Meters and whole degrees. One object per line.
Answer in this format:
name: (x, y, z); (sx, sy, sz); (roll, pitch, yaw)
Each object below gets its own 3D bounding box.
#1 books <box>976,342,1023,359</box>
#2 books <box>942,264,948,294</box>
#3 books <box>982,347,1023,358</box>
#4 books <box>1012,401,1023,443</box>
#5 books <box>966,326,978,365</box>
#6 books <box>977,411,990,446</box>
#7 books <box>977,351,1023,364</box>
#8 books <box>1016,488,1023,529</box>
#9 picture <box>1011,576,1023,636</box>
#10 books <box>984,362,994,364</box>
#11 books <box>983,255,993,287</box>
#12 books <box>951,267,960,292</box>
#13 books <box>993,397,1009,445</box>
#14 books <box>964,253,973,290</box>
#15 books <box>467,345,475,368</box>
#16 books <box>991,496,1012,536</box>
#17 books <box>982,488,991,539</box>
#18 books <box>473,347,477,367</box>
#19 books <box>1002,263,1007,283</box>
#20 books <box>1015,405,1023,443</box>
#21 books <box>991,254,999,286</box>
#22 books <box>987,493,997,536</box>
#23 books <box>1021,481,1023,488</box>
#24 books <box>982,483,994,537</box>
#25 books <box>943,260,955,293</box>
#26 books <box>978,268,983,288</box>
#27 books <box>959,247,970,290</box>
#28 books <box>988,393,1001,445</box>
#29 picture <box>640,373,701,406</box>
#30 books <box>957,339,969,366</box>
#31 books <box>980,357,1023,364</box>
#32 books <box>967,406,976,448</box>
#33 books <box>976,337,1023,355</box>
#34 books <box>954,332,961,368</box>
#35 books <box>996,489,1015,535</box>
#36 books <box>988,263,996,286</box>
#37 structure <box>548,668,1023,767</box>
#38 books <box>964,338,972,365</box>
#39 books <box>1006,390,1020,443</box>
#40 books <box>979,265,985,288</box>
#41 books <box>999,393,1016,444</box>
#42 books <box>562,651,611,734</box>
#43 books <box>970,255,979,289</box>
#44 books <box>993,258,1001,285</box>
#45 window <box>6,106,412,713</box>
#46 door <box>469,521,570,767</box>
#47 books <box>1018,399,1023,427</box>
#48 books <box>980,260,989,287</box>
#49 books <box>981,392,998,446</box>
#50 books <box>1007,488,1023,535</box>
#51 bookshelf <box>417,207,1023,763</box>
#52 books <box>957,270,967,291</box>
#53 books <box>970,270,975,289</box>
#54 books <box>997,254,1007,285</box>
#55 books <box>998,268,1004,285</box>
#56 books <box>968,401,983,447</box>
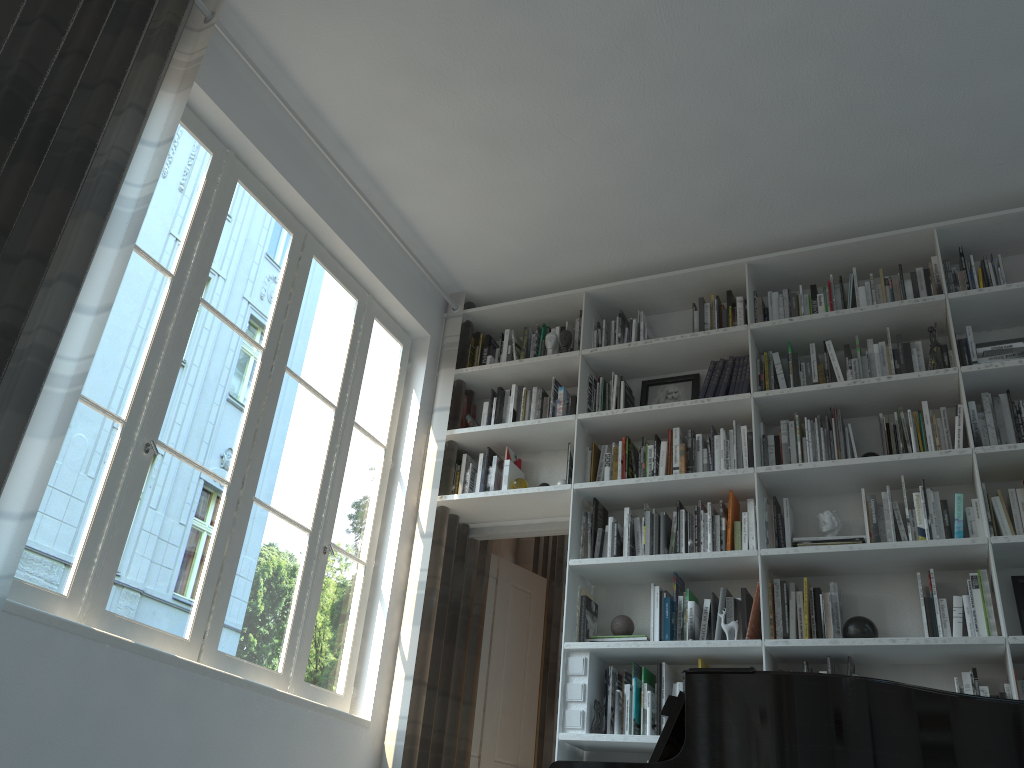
books: (2.150, -0.124, 3.795); (0.285, 0.024, 0.160); (-9, -32, 25)
books: (1.984, -0.397, 4.051); (0.012, 0.252, 0.161); (-8, -31, 23)
books: (2.146, -0.105, 3.780); (0.254, 0.025, 0.161); (-6, -31, 20)
books: (2.070, 0.217, 3.629); (0.011, 0.250, 0.153); (-8, -31, 23)
books: (1.991, -0.096, 3.831); (0.021, 0.247, 0.192); (-8, -31, 23)
books: (1.962, 0.249, 3.682); (0.027, 0.227, 0.148); (-8, -31, 23)
books: (2.143, -0.085, 3.766); (0.285, 0.024, 0.160); (-11, -33, 28)
books: (2.007, 0.549, 3.469); (0.029, 0.239, 0.156); (-8, -31, 23)
picture: (2.065, 0.853, 3.319); (0.300, 0.298, 0.078); (-8, -31, 24)
books: (2.141, -0.057, 3.756); (0.285, 0.012, 0.160); (-6, -31, 21)
books: (2.142, -0.428, 3.977); (0.013, 0.263, 0.147); (-8, -31, 23)
books: (2.022, -0.392, 4.027); (0.023, 0.226, 0.157); (-8, -31, 23)
books: (2.013, 0.212, 3.645); (0.025, 0.264, 0.186); (-8, -31, 23)
books: (2.075, -0.431, 4.017); (0.010, 0.294, 0.154); (-8, -31, 23)
books: (-0.209, -0.081, 4.985); (0.014, 0.218, 0.189); (-8, -31, 23)
books: (1.927, 0.566, 3.482); (0.053, 0.207, 0.157); (-8, -31, 24)
books: (1.887, 0.562, 3.528); (0.012, 0.252, 0.161); (-8, -31, 23)
books: (-0.183, -0.077, 4.996); (0.024, 0.227, 0.130); (-8, -31, 23)
books: (2.204, -0.416, 3.958); (0.004, 0.234, 0.138); (-8, -31, 23)
books: (2.080, 0.223, 3.620); (0.014, 0.232, 0.147); (-8, -31, 23)
books: (2.161, -0.430, 3.960); (0.005, 0.254, 0.169); (-8, -31, 23)
books: (1.909, 0.571, 3.521); (0.011, 0.234, 0.142); (-8, -31, 23)
books: (2.032, 0.533, 3.481); (0.010, 0.282, 0.137); (-8, -31, 23)
books: (1.902, 0.552, 3.537); (0.010, 0.280, 0.141); (-8, -31, 23)
books: (1.994, -0.409, 4.028); (0.026, 0.251, 0.186); (-8, -31, 23)
books: (2.104, -0.393, 3.976); (0.023, 0.194, 0.173); (-8, -32, 23)
books: (2.068, -0.446, 4.037); (0.014, 0.339, 0.145); (-8, -31, 23)
books: (2.008, 0.207, 3.685); (0.014, 0.311, 0.134); (-8, -31, 23)
picture: (0.789, 0.087, 4.449); (0.300, 0.298, 0.078); (-8, -31, 24)
books: (1.959, -0.067, 3.841); (0.027, 0.200, 0.168); (-8, -31, 23)
books: (2.143, -0.066, 3.764); (0.285, 0.012, 0.160); (-7, -31, 22)
books: (1.919, 0.241, 3.703); (0.012, 0.252, 0.161); (-8, -31, 23)
books: (2.154, -0.143, 3.810); (0.285, 0.024, 0.160); (-8, -32, 24)
books: (1.952, -0.078, 3.877); (0.012, 0.252, 0.161); (-8, -31, 23)
books: (1.950, 0.555, 3.492); (0.042, 0.240, 0.163); (-8, -31, 24)
books: (2.151, -0.412, 3.958); (0.016, 0.218, 0.144); (-8, -31, 23)
structure: (1.206, 1.219, 2.048); (1.919, 0.828, 1.340); (-8, -32, 24)
books: (1.983, -0.071, 3.847); (0.013, 0.217, 0.142); (-8, -31, 23)
books: (2.061, 0.196, 3.642); (0.011, 0.298, 0.180); (-8, -31, 23)
books: (2.128, -0.402, 3.994); (0.006, 0.231, 0.136); (-8, -31, 24)
books: (2.046, 0.204, 3.655); (0.029, 0.293, 0.152); (-8, -31, 23)
books: (0.324, 1.352, 3.814); (0.106, 0.338, 0.308); (-8, -32, 24)
books: (2.087, -0.427, 3.989); (0.011, 0.263, 0.164); (-8, -31, 23)
books: (2.177, -0.420, 3.971); (0.013, 0.248, 0.148); (-8, -31, 23)
window: (-1.022, 0.151, 3.611); (0.073, 1.998, 1.992); (-8, -32, 23)
door: (0.123, 1.776, 4.432); (0.834, 1.970, 0.790); (-8, -31, 24)
books: (2.092, 0.212, 3.615); (0.014, 0.249, 0.173); (-8, -31, 23)
books: (2.132, -0.416, 3.984); (0.014, 0.247, 0.140); (-8, -31, 23)
books: (1.982, 0.207, 3.674); (0.026, 0.295, 0.180); (-8, -31, 23)
books: (1.985, 0.552, 3.486); (0.026, 0.246, 0.139); (-8, -31, 23)
bookshelf: (2.399, 0.639, 3.126); (6.301, 3.126, 0.332); (-8, -31, 24)
books: (2.038, -0.386, 3.999); (0.026, 0.193, 0.167); (-8, -31, 23)
books: (2.085, -0.387, 4.000); (0.011, 0.204, 0.146); (-8, -31, 23)
books: (2.190, -0.433, 3.950); (0.011, 0.255, 0.144); (-8, -31, 23)
books: (2.180, -0.399, 3.943); (0.010, 0.185, 0.153); (-8, -31, 23)
books: (1.933, 0.228, 3.690); (0.026, 0.265, 0.171); (-8, -31, 23)
